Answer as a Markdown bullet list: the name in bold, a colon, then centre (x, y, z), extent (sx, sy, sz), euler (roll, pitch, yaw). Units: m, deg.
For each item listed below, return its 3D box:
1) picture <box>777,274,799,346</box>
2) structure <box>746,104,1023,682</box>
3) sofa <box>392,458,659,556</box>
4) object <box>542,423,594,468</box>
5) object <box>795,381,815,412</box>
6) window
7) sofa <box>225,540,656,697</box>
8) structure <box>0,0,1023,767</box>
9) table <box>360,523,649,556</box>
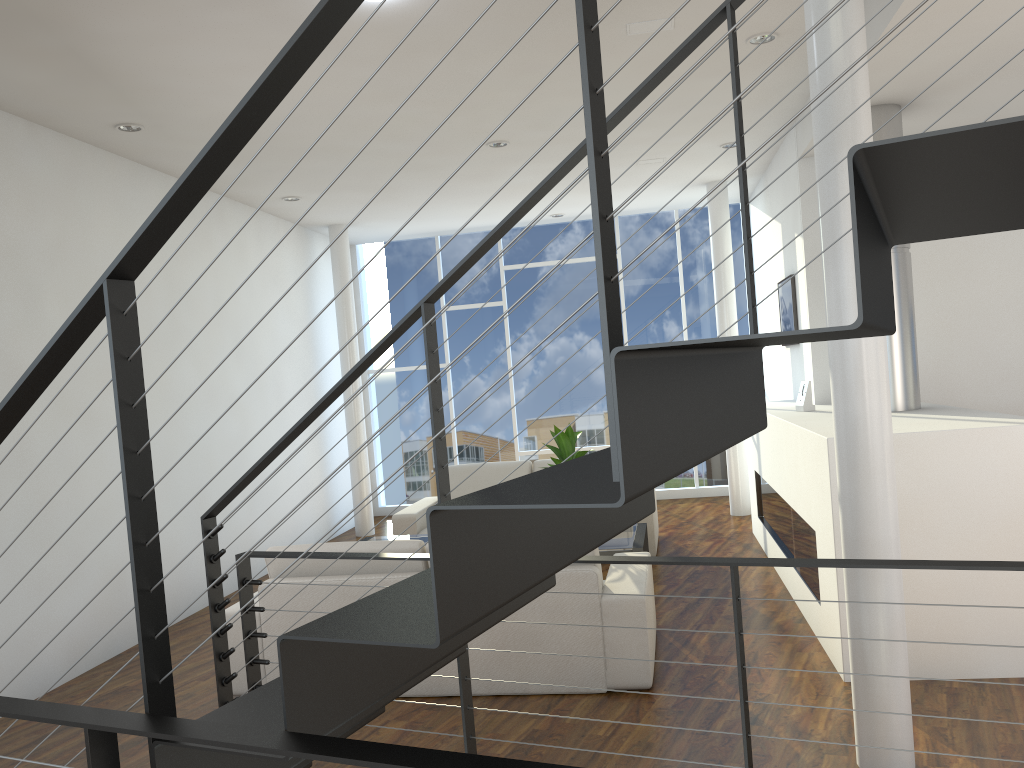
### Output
- **picture**: centre (1.726, -0.450, 5.551), extent (0.020, 0.416, 0.574), euler (-4, 1, 9)
- **structure**: centre (1.632, -0.128, 4.307), extent (0.750, 2.208, 2.747), euler (-4, 1, 9)
- **sofa**: centre (0.107, 0.797, 5.708), extent (1.611, 0.566, 0.801), euler (-5, 1, 11)
- **object**: centre (0.320, 0.491, 4.518), extent (0.432, 0.601, 0.457), euler (-5, 1, -5)
- **object**: centre (1.480, 0.060, 4.485), extent (0.061, 0.151, 0.100), euler (-5, 2, -4)
- **window**: centre (0.230, -1.739, 7.549), extent (3.416, 5.640, 0.090), euler (-4, 2, 9)
- **sofa**: centre (-0.249, 0.846, 3.603), extent (1.611, 0.566, 0.801), euler (-5, 1, 10)
- **structure**: centre (0.786, 0.596, 1.202), extent (4.364, 6.302, 1.092), euler (-4, 2, 25)
- **table**: centre (-0.101, 0.969, 4.655), extent (1.609, 0.285, 0.660), euler (-5, 1, 10)
